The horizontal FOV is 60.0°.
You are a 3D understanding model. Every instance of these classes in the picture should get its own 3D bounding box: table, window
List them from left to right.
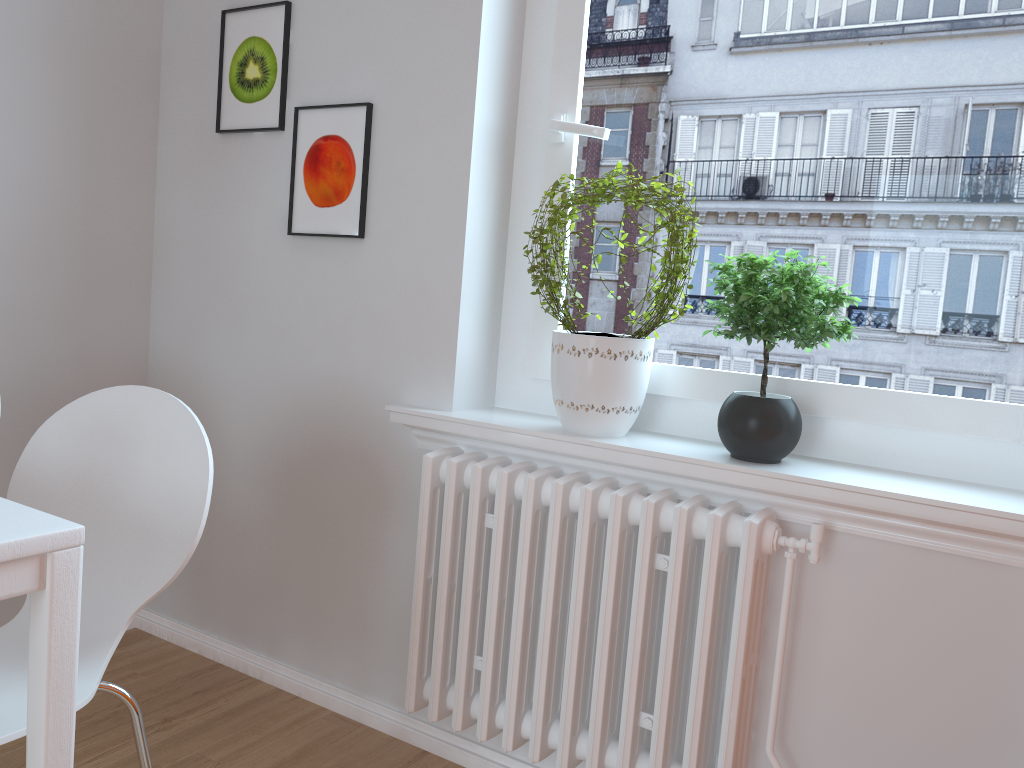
[{"bbox_3d":[-1.295,0.493,1.076,1.291,0.770,0.823,8,6,31],"label":"table"},{"bbox_3d":[0.571,-0.822,1.745,1.299,1.927,0.109,8,6,32],"label":"window"}]

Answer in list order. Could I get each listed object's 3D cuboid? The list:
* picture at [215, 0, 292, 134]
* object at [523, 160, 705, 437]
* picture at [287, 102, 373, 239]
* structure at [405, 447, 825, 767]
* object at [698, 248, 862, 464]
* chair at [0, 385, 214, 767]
[{"bbox_3d":[-0.683,-0.828,2.334,0.248,0.322,0.017,8,6,32],"label":"picture"},{"bbox_3d":[0.198,-0.181,1.870,0.387,0.573,0.215,6,5,12],"label":"object"},{"bbox_3d":[-0.455,-0.528,2.203,0.248,0.322,0.017,8,6,32],"label":"picture"},{"bbox_3d":[0.518,0.564,1.604,1.678,0.660,0.203,8,6,32],"label":"structure"},{"bbox_3d":[0.495,-0.057,1.696,0.270,0.406,0.311,4,5,-9],"label":"object"},{"bbox_3d":[-0.802,0.456,1.328,0.510,0.870,0.639,7,6,21],"label":"chair"}]
